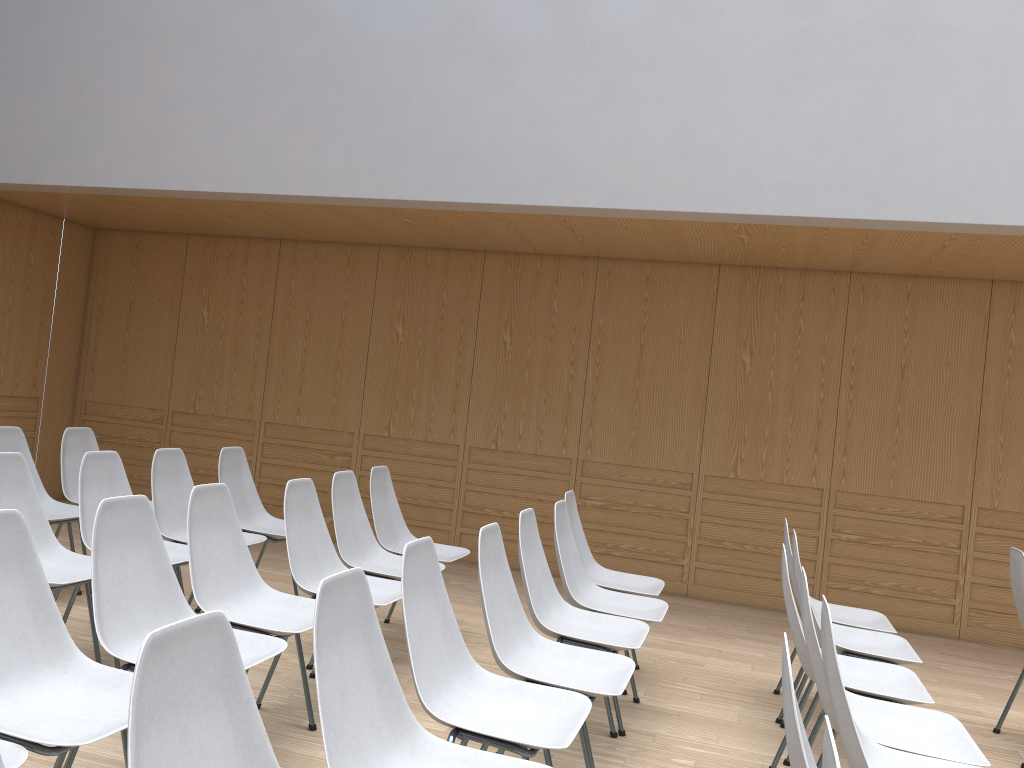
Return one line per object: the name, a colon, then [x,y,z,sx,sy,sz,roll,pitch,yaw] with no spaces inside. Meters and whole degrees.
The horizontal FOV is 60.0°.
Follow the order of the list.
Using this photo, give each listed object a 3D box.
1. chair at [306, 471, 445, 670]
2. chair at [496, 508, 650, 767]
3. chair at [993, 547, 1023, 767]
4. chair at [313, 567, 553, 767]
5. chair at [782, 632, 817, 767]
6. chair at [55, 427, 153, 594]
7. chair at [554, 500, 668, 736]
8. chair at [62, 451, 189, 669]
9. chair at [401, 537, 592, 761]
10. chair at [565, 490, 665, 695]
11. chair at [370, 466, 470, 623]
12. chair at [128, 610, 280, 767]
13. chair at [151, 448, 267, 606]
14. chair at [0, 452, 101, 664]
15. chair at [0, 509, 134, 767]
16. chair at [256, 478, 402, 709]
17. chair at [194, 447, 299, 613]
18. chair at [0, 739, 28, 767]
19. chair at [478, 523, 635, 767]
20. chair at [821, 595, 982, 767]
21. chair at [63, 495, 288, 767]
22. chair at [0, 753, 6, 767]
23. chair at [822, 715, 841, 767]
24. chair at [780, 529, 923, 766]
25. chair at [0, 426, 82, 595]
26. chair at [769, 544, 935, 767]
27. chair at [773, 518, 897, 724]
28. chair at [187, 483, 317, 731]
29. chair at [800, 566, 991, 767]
chair: [-0.608,0.874,4.153,0.505,0.876,0.479,6,-1,16]
chair: [0.251,0.945,3.368,0.505,0.876,0.479,6,-1,16]
chair: [2.425,1.187,3.843,0.505,0.876,0.479,6,-1,16]
chair: [-0.172,0.862,1.829,0.505,0.876,0.479,6,-1,16]
chair: [0.721,0.951,1.626,0.505,0.876,0.479,6,-1,16]
chair: [-2.358,0.714,5.147,0.505,0.876,0.479,6,-1,16]
chair: [0.406,0.973,3.828,0.505,0.876,0.479,6,-1,16]
chair: [-1.642,0.758,3.890,0.505,0.876,0.479,6,-1,16]
chair: [-0.064,0.887,2.372,0.505,0.876,0.479,6,-1,16]
chair: [0.481,0.994,4.360,0.505,0.876,0.479,6,-1,16]
chair: [-0.512,0.897,4.658,0.505,0.876,0.479,6,-1,16]
chair: [-0.326,0.834,1.340,0.505,0.876,0.479,6,-1,16]
chair: [-1.533,0.782,4.390,0.505,0.876,0.479,6,-1,16]
chair: [-1.820,0.728,3.420,0.505,0.876,0.479,6,-1,16]
chair: [-1.099,0.771,2.105,0.505,0.876,0.479,6,-1,16]
chair: [-0.687,0.852,3.606,0.505,0.876,0.479,6,-1,16]
chair: [-1.375,0.812,4.898,0.505,0.876,0.479,6,-1,16]
chair: [-1.254,0.743,1.646,0.505,0.876,0.479,6,-1,16]
chair: [0.120,0.918,2.821,0.505,0.876,0.479,6,-1,16]
chair: [0.965,0.989,2.102,0.505,0.876,0.479,6,-1,16]
chair: [-0.974,0.797,2.597,0.505,0.876,0.479,6,-1,16]
chair: [-0.445,0.808,0.831,0.505,0.876,0.479,6,-1,16]
chair: [0.624,0.928,1.118,0.505,0.876,0.479,6,-1,16]
chair: [1.366,1.069,3.603,0.505,0.876,0.479,6,-1,16]
chair: [-2.512,0.686,4.659,0.505,0.876,0.479,6,-1,16]
chair: [1.162,1.034,3.079,0.505,0.876,0.479,6,-1,16]
chair: [1.481,1.093,4.091,0.505,0.876,0.479,6,-1,16]
chair: [-0.893,0.818,3.115,0.505,0.876,0.479,6,-1,16]
chair: [1.061,1.011,2.560,0.505,0.876,0.479,6,-1,16]
